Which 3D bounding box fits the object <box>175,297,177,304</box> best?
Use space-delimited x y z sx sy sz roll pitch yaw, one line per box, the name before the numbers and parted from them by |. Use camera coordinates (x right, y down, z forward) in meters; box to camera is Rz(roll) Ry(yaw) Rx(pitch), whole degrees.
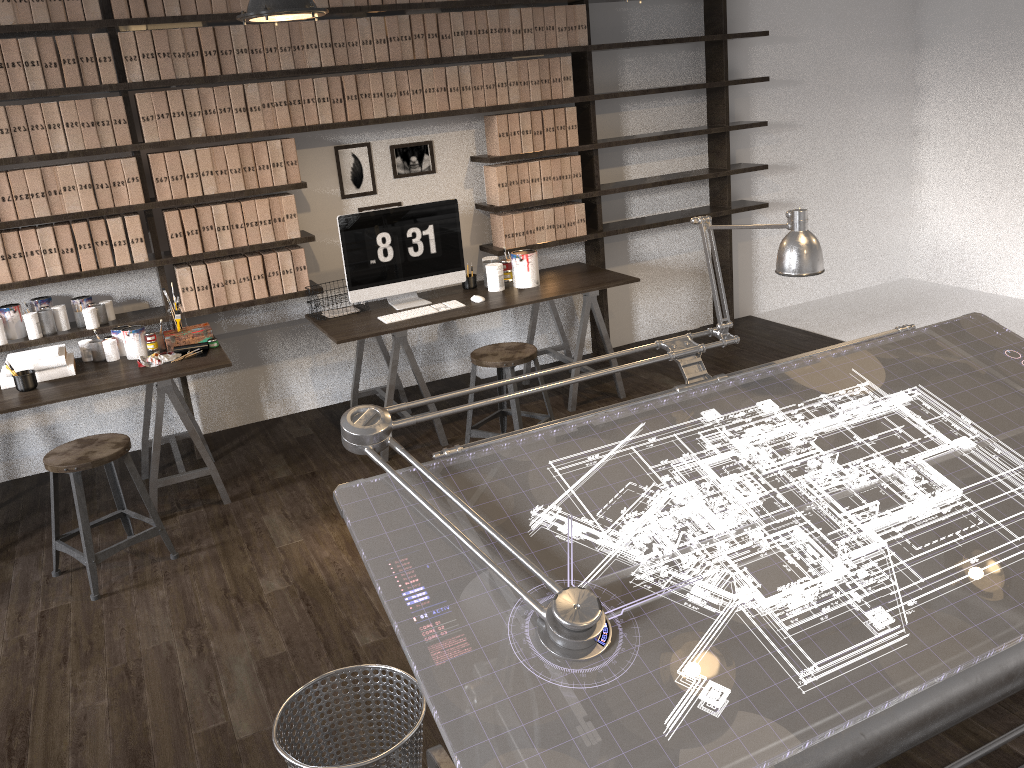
object | -1.582 -0.336 4.205 0.006 0.155 0.005 3 18 28

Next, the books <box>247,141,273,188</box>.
books | -1.269 -1.105 4.458 0.067 0.222 0.176 -13 19 -23

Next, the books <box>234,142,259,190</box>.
books | -1.332 -1.090 4.430 0.067 0.222 0.176 -13 19 -23

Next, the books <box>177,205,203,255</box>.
books | -1.591 -0.759 4.377 0.067 0.222 0.176 -13 19 -23

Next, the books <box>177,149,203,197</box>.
books | -1.572 -1.029 4.320 0.067 0.222 0.176 -13 19 -23

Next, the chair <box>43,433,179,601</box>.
chair | -1.631 0.501 3.521 0.359 0.520 0.376 8 22 37

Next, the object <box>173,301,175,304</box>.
object | -1.591 -0.330 4.201 0.005 0.133 0.005 -10 17 -15

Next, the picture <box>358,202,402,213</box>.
picture | -0.731 -0.913 4.962 0.252 0.181 0.023 -13 18 -23

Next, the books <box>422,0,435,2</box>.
books | -0.474 -2.095 4.612 0.067 0.222 0.176 -13 19 -23

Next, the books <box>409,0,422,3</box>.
books | -0.538 -2.079 4.584 0.067 0.222 0.176 -13 19 -23

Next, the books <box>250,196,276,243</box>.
books | -1.271 -0.837 4.516 0.067 0.222 0.176 -13 19 -23

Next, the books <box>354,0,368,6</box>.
books | -0.799 -2.015 4.470 0.067 0.222 0.176 -13 19 -23

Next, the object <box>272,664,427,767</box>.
object | -0.356 0.934 2.096 0.353 0.372 0.358 -6 17 -2

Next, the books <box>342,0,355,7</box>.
books | -0.857 -2.000 4.442 0.067 0.222 0.176 -13 19 -23

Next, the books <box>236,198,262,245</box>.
books | -1.335 -0.824 4.494 0.067 0.222 0.176 -13 19 -23

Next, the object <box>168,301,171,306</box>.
object | -1.597 -0.331 4.199 0.045 0.150 0.005 -20 22 -40

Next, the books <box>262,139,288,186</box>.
books | -1.203 -1.120 4.483 0.067 0.222 0.176 -13 19 -23

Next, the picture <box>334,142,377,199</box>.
picture | -0.855 -1.166 4.840 0.202 0.280 0.022 -13 18 -24

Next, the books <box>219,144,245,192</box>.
books | -1.391 -1.073 4.399 0.067 0.222 0.176 -13 19 -23

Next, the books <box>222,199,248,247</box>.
books | -1.398 -0.808 4.467 0.067 0.222 0.176 -13 19 -23

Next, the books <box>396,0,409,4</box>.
books | -0.600 -2.062 4.553 0.067 0.222 0.176 -13 19 -23

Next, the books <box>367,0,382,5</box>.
books | -0.730 -2.030 4.494 0.067 0.222 0.176 -13 19 -23

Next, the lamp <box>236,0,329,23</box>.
lamp | -0.894 -2.326 2.750 0.311 2.221 0.317 -5 16 1

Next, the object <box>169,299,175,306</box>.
object | -1.589 -0.329 4.179 0.008 0.151 0.038 2 18 24

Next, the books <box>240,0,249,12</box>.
books | -1.297 -1.892 4.249 0.067 0.222 0.176 -13 19 -23

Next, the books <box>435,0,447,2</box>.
books | -0.411 -2.108 4.633 0.067 0.222 0.176 -13 19 -23

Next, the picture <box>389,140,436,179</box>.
picture | -0.557 -1.259 4.964 0.252 0.181 0.023 -13 18 -23

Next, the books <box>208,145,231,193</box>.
books | -1.452 -1.060 4.377 0.067 0.222 0.176 -13 19 -23

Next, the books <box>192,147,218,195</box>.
books | -1.508 -1.045 4.351 0.067 0.222 0.176 -13 19 -23

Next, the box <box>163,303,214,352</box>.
box | -1.547 -0.279 4.206 0.212 0.204 0.139 -13 19 -23

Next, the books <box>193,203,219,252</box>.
books | -1.526 -0.777 4.411 0.067 0.222 0.176 -13 19 -23

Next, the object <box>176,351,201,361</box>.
object | -1.483 -0.130 4.066 0.005 0.005 0.159 5 21 30

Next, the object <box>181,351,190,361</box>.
object | -1.494 -0.128 4.049 0.006 0.006 0.159 -7 19 -3

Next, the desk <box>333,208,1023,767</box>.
desk | 0.691 0.296 2.131 2.077 1.367 1.087 -13 19 -23

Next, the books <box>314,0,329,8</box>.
books | -0.977 -1.969 4.385 0.067 0.222 0.176 -13 19 -23

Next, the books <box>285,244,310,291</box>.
books | -1.126 -0.607 4.651 0.067 0.222 0.176 -13 19 -23

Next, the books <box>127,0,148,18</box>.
books | -1.731 -1.784 4.057 0.067 0.222 0.176 -13 19 -23

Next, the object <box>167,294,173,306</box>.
object | -1.600 -0.347 4.193 0.053 0.179 0.007 0 17 18

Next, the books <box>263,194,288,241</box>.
books | -1.214 -0.853 4.546 0.067 0.222 0.176 -13 19 -23

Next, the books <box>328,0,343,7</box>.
books | -0.912 -1.985 4.414 0.067 0.222 0.176 -13 19 -23

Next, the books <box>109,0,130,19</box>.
books | -1.800 -1.769 4.032 0.067 0.222 0.176 -13 19 -23

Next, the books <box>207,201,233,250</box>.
books | -1.460 -0.791 4.435 0.067 0.222 0.176 -13 19 -23

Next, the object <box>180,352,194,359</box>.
object | -1.500 -0.125 4.059 0.008 0.006 0.121 3 20 24

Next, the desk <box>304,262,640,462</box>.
desk | -0.172 -0.150 4.795 1.675 0.660 0.662 -14 19 -23

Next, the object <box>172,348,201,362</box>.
object | -1.492 -0.133 4.055 0.011 0.017 0.173 6 22 32

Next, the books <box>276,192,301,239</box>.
books | -1.156 -0.866 4.569 0.067 0.222 0.176 -13 19 -23

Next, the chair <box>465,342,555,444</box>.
chair | -0.016 0.095 4.256 0.372 0.520 0.363 6 20 33

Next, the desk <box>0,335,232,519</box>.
desk | -2.094 0.322 3.954 1.675 0.660 0.662 -14 19 -23

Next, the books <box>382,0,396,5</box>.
books | -0.665 -2.048 4.529 0.067 0.222 0.176 -13 19 -23

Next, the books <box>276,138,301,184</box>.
books | -1.142 -1.137 4.515 0.067 0.222 0.176 -13 19 -23
